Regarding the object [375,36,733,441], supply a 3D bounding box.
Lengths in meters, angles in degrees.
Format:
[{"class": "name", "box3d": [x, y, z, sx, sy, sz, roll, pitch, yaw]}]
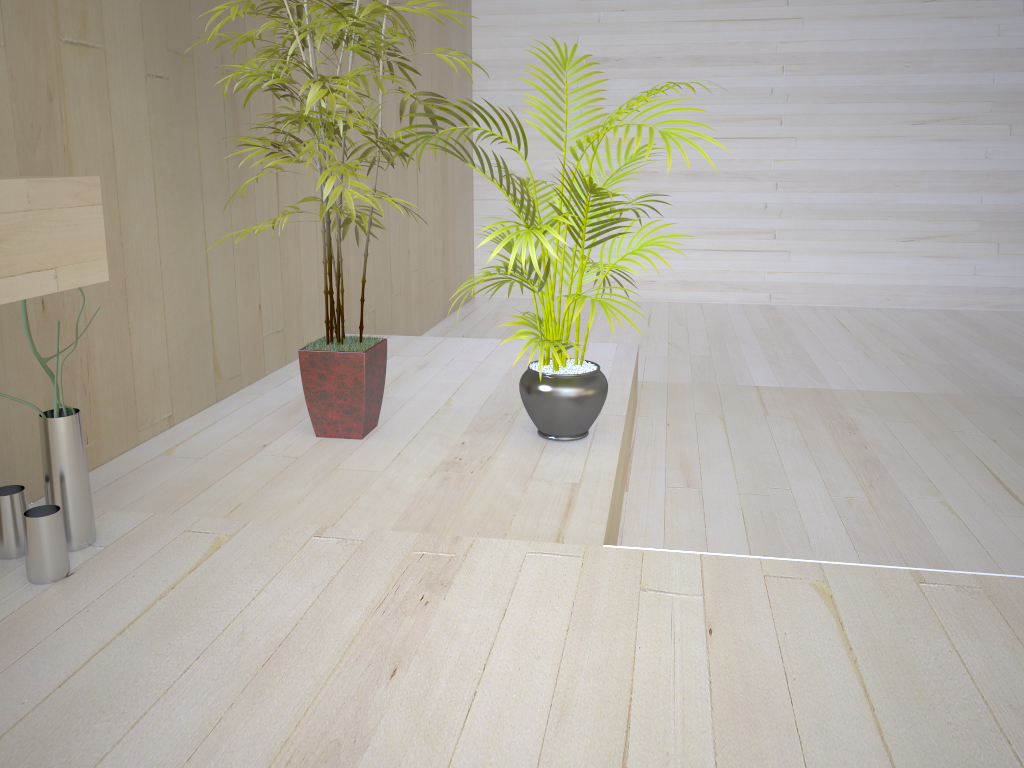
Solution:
[{"class": "object", "box3d": [0.192, -0.409, 2.469, 0.921, 1.143, 0.756, 12, 17, 42]}]

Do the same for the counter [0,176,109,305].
[{"class": "counter", "box3d": [-1.064, 0.174, 1.021, 0.550, 0.781, 1.220, 2, 14, 10]}]

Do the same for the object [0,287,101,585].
[{"class": "object", "box3d": [-1.049, 0.002, 1.756, 0.407, 0.740, 0.277, -1, 12, -2]}]

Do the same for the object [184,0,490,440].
[{"class": "object", "box3d": [-0.553, -0.709, 2.502, 0.790, 1.736, 0.943, 8, 15, 34]}]
